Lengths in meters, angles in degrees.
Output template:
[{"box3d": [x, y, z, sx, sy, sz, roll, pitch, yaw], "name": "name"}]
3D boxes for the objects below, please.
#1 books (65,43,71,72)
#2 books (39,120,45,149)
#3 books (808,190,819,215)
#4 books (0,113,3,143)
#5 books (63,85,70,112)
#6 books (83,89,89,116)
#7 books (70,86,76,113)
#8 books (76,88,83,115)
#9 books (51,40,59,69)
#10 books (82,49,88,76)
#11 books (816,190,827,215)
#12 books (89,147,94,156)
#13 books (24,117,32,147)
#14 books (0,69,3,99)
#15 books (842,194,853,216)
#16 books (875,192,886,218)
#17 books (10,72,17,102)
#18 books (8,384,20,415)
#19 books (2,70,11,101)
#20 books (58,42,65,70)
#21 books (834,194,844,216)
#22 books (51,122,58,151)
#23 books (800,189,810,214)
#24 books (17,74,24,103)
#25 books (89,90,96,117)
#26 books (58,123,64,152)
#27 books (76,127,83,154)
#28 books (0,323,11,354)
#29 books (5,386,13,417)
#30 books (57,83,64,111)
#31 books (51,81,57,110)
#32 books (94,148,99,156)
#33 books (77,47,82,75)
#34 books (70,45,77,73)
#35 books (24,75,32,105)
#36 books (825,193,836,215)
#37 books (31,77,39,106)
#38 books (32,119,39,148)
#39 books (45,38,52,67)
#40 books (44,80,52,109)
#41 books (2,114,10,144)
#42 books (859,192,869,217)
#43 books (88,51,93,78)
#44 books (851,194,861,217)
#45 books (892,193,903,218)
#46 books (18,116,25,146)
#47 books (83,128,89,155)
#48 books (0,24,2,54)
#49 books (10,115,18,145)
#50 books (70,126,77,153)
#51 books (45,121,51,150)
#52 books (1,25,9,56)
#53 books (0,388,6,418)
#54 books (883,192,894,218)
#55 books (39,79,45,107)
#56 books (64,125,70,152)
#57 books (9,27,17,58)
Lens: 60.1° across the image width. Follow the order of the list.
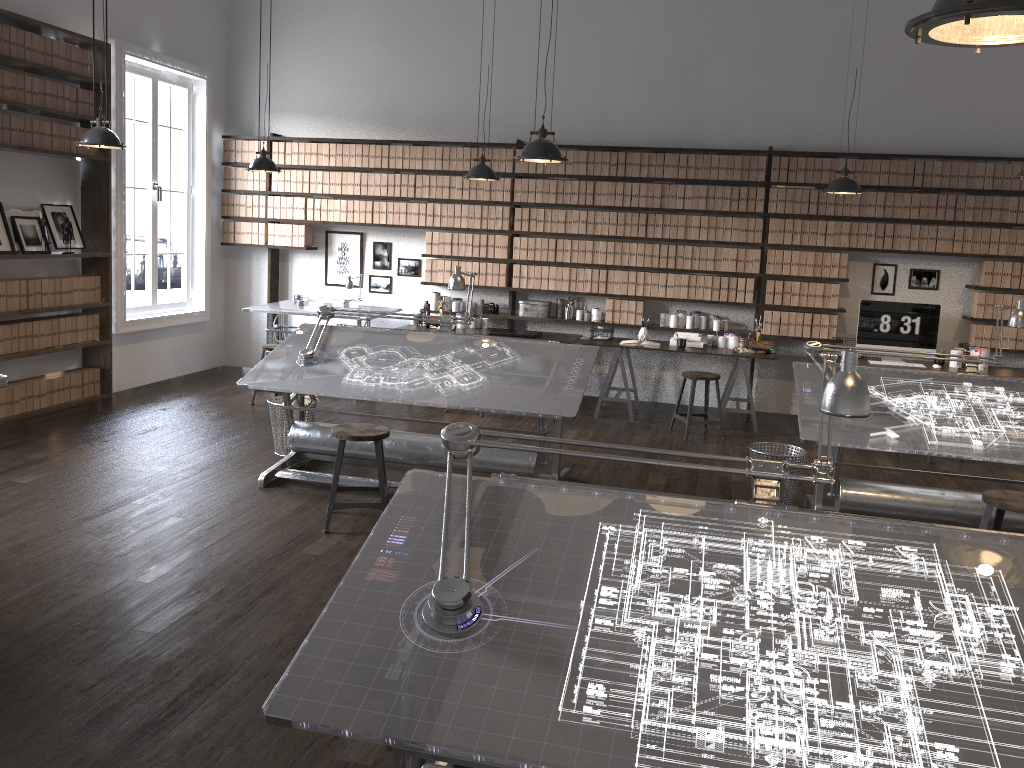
[{"box3d": [-3.621, -2.598, 7.070, 0.175, 0.224, 0.067, 5, 7, 13], "name": "books"}, {"box3d": [-3.719, -1.932, 6.868, 0.175, 0.224, 0.067, 5, 7, 13], "name": "books"}, {"box3d": [2.692, -1.621, 7.927, 0.067, 0.224, 0.175, 5, 8, 13], "name": "books"}, {"box3d": [-3.812, -1.866, 6.459, 0.175, 0.224, 0.067, 5, 7, 13], "name": "books"}, {"box3d": [-3.636, -2.282, 7.098, 0.174, 0.224, 0.067, 5, 7, 13], "name": "books"}, {"box3d": [-3.590, -2.317, 7.312, 0.175, 0.224, 0.067, 5, 7, 13], "name": "books"}, {"box3d": [-3.624, -2.294, 7.168, 0.175, 0.224, 0.067, 5, 7, 13], "name": "books"}, {"box3d": [-3.602, -2.305, 7.239, 0.175, 0.224, 0.067, 5, 7, 13], "name": "books"}, {"box3d": [-3.649, -2.576, 6.938, 0.175, 0.224, 0.067, 5, 7, 13], "name": "books"}, {"box3d": [-3.575, -2.630, 7.268, 0.174, 0.224, 0.067, 5, 7, 13], "name": "books"}, {"box3d": [2.766, -1.615, 7.915, 0.067, 0.224, 0.175, 5, 8, 13], "name": "books"}, {"box3d": [-3.592, -2.018, 7.398, 0.175, 0.224, 0.067, 5, 7, 13], "name": "books"}, {"box3d": [-3.751, -1.911, 6.739, 0.175, 0.224, 0.067, 5, 7, 13], "name": "books"}, {"box3d": [-3.798, -2.175, 6.434, 0.175, 0.224, 0.067, 5, 7, 13], "name": "books"}, {"box3d": [2.973, -1.597, 7.867, 0.067, 0.224, 0.175, 5, 8, 13], "name": "books"}, {"box3d": [3.234, -1.572, 7.802, 0.067, 0.224, 0.175, 5, 8, 13], "name": "books"}, {"box3d": [-3.768, -2.196, 6.566, 0.174, 0.224, 0.067, 5, 7, 13], "name": "books"}, {"box3d": [-3.887, 0.119, 6.816, 0.175, 0.224, 0.067, 5, 7, 13], "name": "books"}, {"box3d": [-3.778, -2.185, 6.497, 0.175, 0.224, 0.067, 5, 7, 13], "name": "books"}, {"box3d": [-3.634, -2.588, 7.009, 0.175, 0.224, 0.067, 5, 7, 13], "name": "books"}, {"box3d": [2.904, -1.603, 7.883, 0.067, 0.224, 0.175, 5, 8, 13], "name": "books"}, {"box3d": [-3.684, -1.953, 6.998, 0.175, 0.224, 0.067, 5, 7, 13], "name": "books"}, {"box3d": [2.621, -1.629, 7.948, 0.067, 0.224, 0.175, 5, 8, 13], "name": "books"}, {"box3d": [-3.751, -2.207, 6.633, 0.175, 0.224, 0.067, 5, 7, 13], "name": "books"}, {"box3d": [-3.570, -2.329, 7.385, 0.175, 0.224, 0.067, 5, 7, 13], "name": "books"}, {"box3d": [-3.672, -1.964, 7.067, 0.175, 0.224, 0.067, 5, 7, 13], "name": "books"}, {"box3d": [-3.617, -1.997, 7.271, 0.175, 0.224, 0.067, 5, 7, 13], "name": "books"}, {"box3d": [-3.885, -0.346, 6.694, 0.174, 0.224, 0.067, 5, 7, 13], "name": "books"}, {"box3d": [-3.906, 0.129, 6.752, 0.175, 0.224, 0.067, 5, 7, 13], "name": "books"}, {"box3d": [-3.657, -2.272, 7.031, 0.174, 0.224, 0.067, 5, 7, 13], "name": "books"}, {"box3d": [-3.673, -2.260, 6.962, 0.175, 0.224, 0.067, 5, 7, 13], "name": "books"}, {"box3d": [-3.577, -2.029, 7.466, 0.175, 0.224, 0.067, 5, 7, 13], "name": "books"}, {"box3d": [-3.591, -2.619, 7.200, 0.175, 0.224, 0.067, 5, 7, 13], "name": "books"}, {"box3d": [-3.601, -2.608, 7.133, 0.175, 0.224, 0.067, 5, 7, 13], "name": "books"}, {"box3d": [-3.730, -2.218, 6.701, 0.175, 0.224, 0.067, 5, 7, 13], "name": "books"}, {"box3d": [2.834, -1.609, 7.895, 0.067, 0.224, 0.175, 5, 8, 13], "name": "books"}, {"box3d": [-3.716, -2.229, 6.771, 0.175, 0.224, 0.067, 5, 7, 13], "name": "books"}, {"box3d": [-3.729, -1.921, 6.803, 0.175, 0.224, 0.067, 5, 7, 13], "name": "books"}, {"box3d": [-3.669, -2.566, 6.871, 0.175, 0.224, 0.067, 5, 7, 13], "name": "books"}, {"box3d": [-3.683, -2.249, 6.896, 0.175, 0.224, 0.067, 5, 7, 13], "name": "books"}, {"box3d": [-3.800, -1.878, 6.533, 0.175, 0.224, 0.067, 5, 7, 13], "name": "books"}, {"box3d": [3.103, -1.585, 7.836, 0.067, 0.224, 0.175, 5, 8, 13], "name": "books"}, {"box3d": [-3.554, -2.641, 7.336, 0.174, 0.224, 0.067, 5, 7, 13], "name": "books"}, {"box3d": [3.037, -1.590, 7.846, 0.067, 0.224, 0.175, 5, 8, 13], "name": "books"}, {"box3d": [3.371, -1.561, 7.777, 0.067, 0.224, 0.175, 5, 8, 13], "name": "books"}, {"box3d": [-3.767, -1.900, 6.670, 0.174, 0.224, 0.067, 5, 7, 13], "name": "books"}, {"box3d": [-3.602, -2.007, 7.335, 0.175, 0.224, 0.067, 5, 7, 13], "name": "books"}, {"box3d": [-3.784, -2.489, 6.395, 0.174, 0.224, 0.067, 5, 7, 13], "name": "books"}, {"box3d": [-3.779, -1.889, 6.601, 0.174, 0.224, 0.067, 5, 7, 13], "name": "books"}, {"box3d": [-3.637, -1.986, 7.202, 0.174, 0.224, 0.067, 5, 7, 13], "name": "books"}, {"box3d": [-3.703, -1.942, 6.929, 0.175, 0.224, 0.067, 5, 7, 13], "name": "books"}, {"box3d": [-3.766, -2.500, 6.462, 0.175, 0.224, 0.067, 5, 7, 13], "name": "books"}, {"box3d": [-3.919, 0.139, 6.691, 0.175, 0.224, 0.067, 5, 7, 13], "name": "books"}, {"box3d": [3.303, -1.567, 7.790, 0.067, 0.224, 0.175, 5, 8, 13], "name": "books"}, {"box3d": [-3.703, -2.239, 6.832, 0.175, 0.224, 0.067, 5, 7, 13], "name": "books"}, {"box3d": [-3.657, -1.975, 7.135, 0.174, 0.224, 0.067, 5, 7, 13], "name": "books"}, {"box3d": [-3.748, -2.511, 6.534, 0.175, 0.224, 0.067, 5, 7, 13], "name": "books"}]
